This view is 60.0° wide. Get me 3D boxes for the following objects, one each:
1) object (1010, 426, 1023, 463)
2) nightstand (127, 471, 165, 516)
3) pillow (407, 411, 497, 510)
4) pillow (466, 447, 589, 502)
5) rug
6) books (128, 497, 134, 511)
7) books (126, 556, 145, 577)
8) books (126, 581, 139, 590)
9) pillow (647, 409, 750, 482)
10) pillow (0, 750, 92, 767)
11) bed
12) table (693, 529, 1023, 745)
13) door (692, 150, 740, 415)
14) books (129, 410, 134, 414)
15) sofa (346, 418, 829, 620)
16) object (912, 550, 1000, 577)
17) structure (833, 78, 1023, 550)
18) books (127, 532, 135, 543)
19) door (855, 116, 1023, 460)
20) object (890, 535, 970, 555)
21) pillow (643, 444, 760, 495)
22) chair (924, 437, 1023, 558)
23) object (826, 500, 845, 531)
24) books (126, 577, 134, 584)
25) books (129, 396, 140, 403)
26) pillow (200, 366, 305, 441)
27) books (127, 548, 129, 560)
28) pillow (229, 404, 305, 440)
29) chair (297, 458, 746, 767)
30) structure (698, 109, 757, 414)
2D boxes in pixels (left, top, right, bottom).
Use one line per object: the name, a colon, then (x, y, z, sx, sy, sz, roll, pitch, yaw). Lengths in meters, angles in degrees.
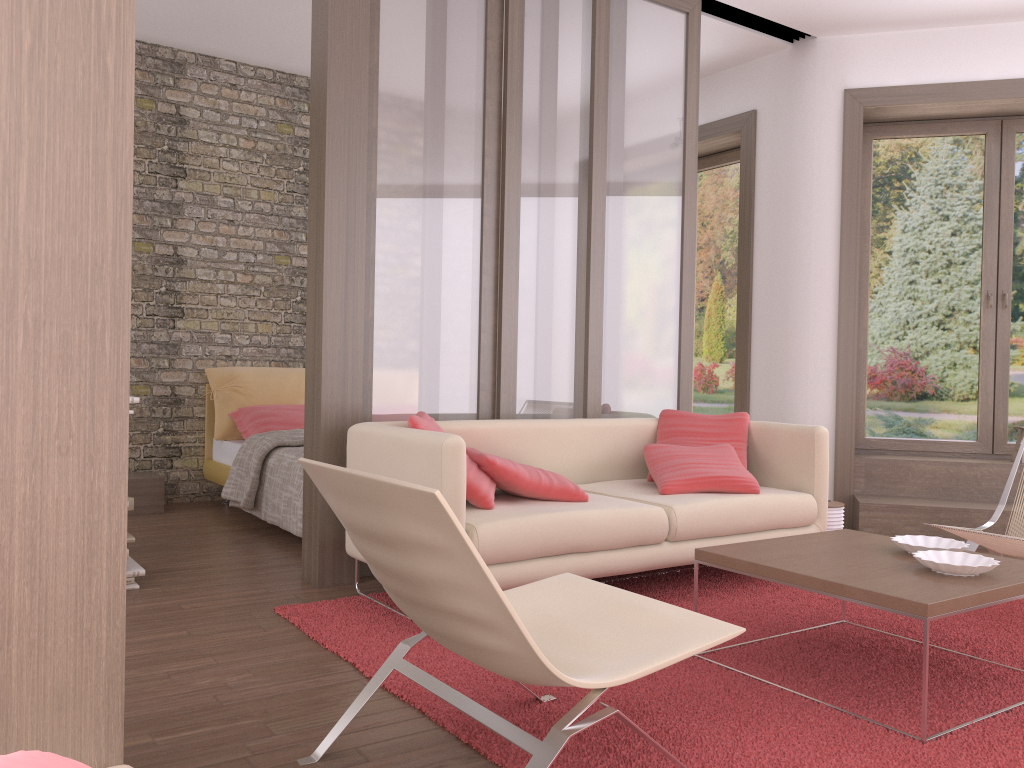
object: (3.481, 0.391, 5.681, 0.499, 0.233, 0.136, 1, 1, 1)
nightstand: (-2.718, 0.733, 5.869, 0.707, 0.240, 0.400, 1, 1, -34)
pillow: (-0.252, 0.314, 3.741, 0.379, 0.377, 0.498, 1, 1, 1)
pillow: (0.026, 0.401, 3.930, 0.467, 0.224, 0.507, 1, 1, -22)
rug: (1.175, 0.964, 3.037, 2.938, 0.016, 3.344, 1, 1, -34)
books: (-2.010, 0.539, 3.931, 0.341, 0.057, 0.518, 2, 1, 41)
books: (-1.981, 0.831, 3.953, 0.566, 0.025, 0.423, 1, 1, -34)
books: (-1.976, 0.885, 3.909, 0.542, 0.016, 0.423, 1, 1, -34)
pillow: (0.980, 0.331, 4.637, 0.498, 0.377, 0.379, 1, 1, 16)
pillow: (-0.193, 0.333, 0.403, 0.356, 0.234, 0.389, 1, 1, 3)
bed: (-0.819, 0.461, 6.014, 2.219, 0.861, 2.360, 1, 1, -34)
table: (1.218, 0.771, 2.958, 0.850, 0.378, 0.850, 1, 1, -34)
door: (1.404, -0.696, 7.287, 0.117, 2.221, 1.750, 1, 1, -34)
books: (-2.027, 0.119, 3.969, 0.542, 0.016, 0.423, 1, 1, -34)
sofa: (0.422, 0.559, 4.126, 2.204, 0.751, 0.919, 1, 1, -34)
object: (1.387, 0.566, 2.777, 0.251, 0.043, 0.249, 2, 1, 26)
structure: (3.130, -0.458, 5.570, 2.039, 2.881, 0.845, 1, 1, 16)
books: (-2.001, 0.692, 3.949, 0.542, 0.020, 0.320, 1, 1, -34)
door: (3.226, -0.637, 5.902, 1.800, 2.275, 0.142, 1, 1, 15)
object: (1.438, 0.564, 3.055, 0.251, 0.043, 0.249, 1, 1, -22)
pillow: (0.909, 0.416, 4.326, 0.507, 0.224, 0.467, 1, 1, -7)
chair: (2.276, 0.605, 3.697, 0.853, 0.762, 0.739, 1, 1, -34)
object: (1.615, 0.780, 4.656, 0.239, 0.341, 0.239, 1, 1, -2)
books: (-2.033, 0.860, 3.909, 0.612, 0.028, 0.399, 1, 1, -34)
books: (-2.032, 0.066, 4.013, 0.566, 0.025, 0.423, 1, 1, -34)
pillow: (-1.764, 0.139, 6.550, 1.019, 0.527, 0.355, 1, 1, -34)
books: (-2.030, 0.746, 3.930, 0.542, 0.046, 0.421, 1, 1, -34)
pillow: (-1.518, 0.283, 6.275, 0.831, 0.264, 0.538, 1, 1, -34)
chair: (0.009, 0.575, 2.152, 0.860, 0.767, 0.739, 1, 1, -34)
structure: (1.127, -0.518, 7.122, 0.808, 2.881, 2.039, 1, 1, -34)
